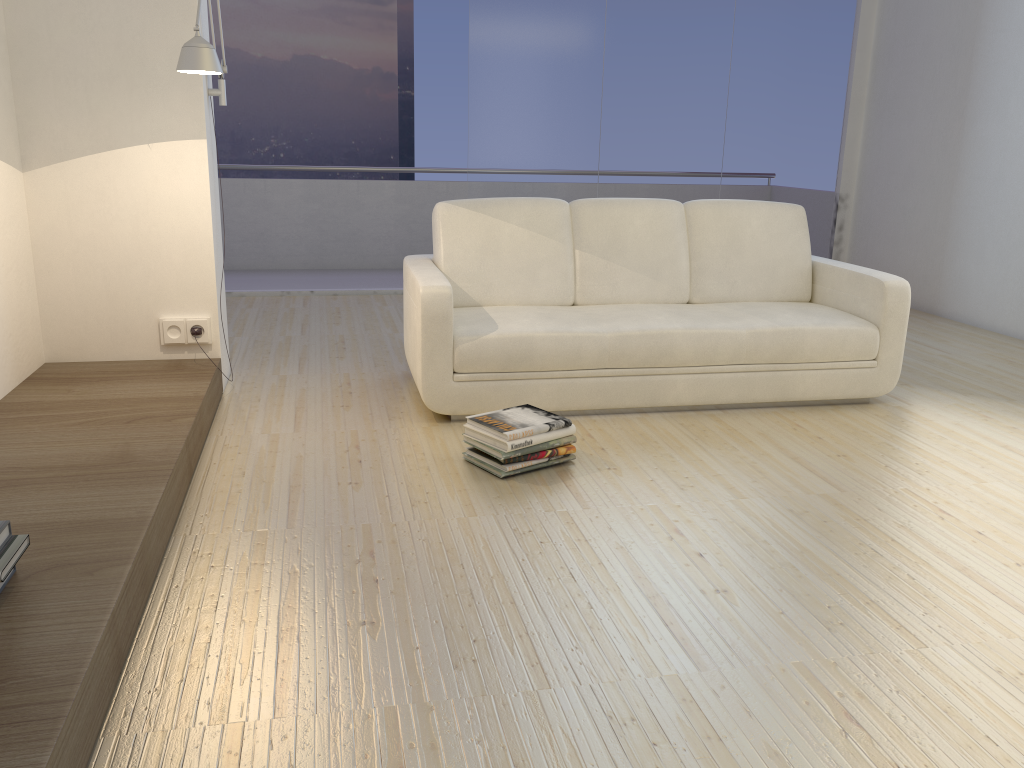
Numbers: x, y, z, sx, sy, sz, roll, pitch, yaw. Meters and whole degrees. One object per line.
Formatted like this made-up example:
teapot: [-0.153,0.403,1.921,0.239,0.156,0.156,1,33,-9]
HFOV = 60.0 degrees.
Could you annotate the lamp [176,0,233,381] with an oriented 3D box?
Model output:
lamp: [-1.202,-0.824,3.459,0.204,1.841,0.891,-3,16,-16]

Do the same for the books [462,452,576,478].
books: [0.025,0.260,3.182,0.328,0.018,0.247,-10,19,-36]

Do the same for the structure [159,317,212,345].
structure: [-1.403,-0.228,3.814,0.206,0.114,0.028,-2,16,-12]

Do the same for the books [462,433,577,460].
books: [0.026,0.196,3.165,0.328,0.027,0.247,-10,19,-36]

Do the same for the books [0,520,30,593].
books: [-1.200,0.103,1.771,0.329,0.694,0.270,-2,16,-12]

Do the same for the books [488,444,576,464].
books: [0.043,0.220,3.180,0.287,0.025,0.247,-7,17,-27]

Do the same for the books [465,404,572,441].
books: [0.023,0.135,3.144,0.287,0.025,0.247,-11,19,-37]

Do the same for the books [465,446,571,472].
books: [0.020,0.243,3.174,0.287,0.018,0.247,-11,19,-37]

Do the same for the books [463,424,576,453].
books: [0.027,0.164,3.156,0.319,0.038,0.247,-12,20,-40]

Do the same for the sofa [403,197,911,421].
sofa: [0.605,-0.405,4.106,2.166,0.862,0.941,-2,16,-12]

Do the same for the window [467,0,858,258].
window: [1.149,-2.080,6.650,2.988,2.706,0.012,-2,16,-12]
